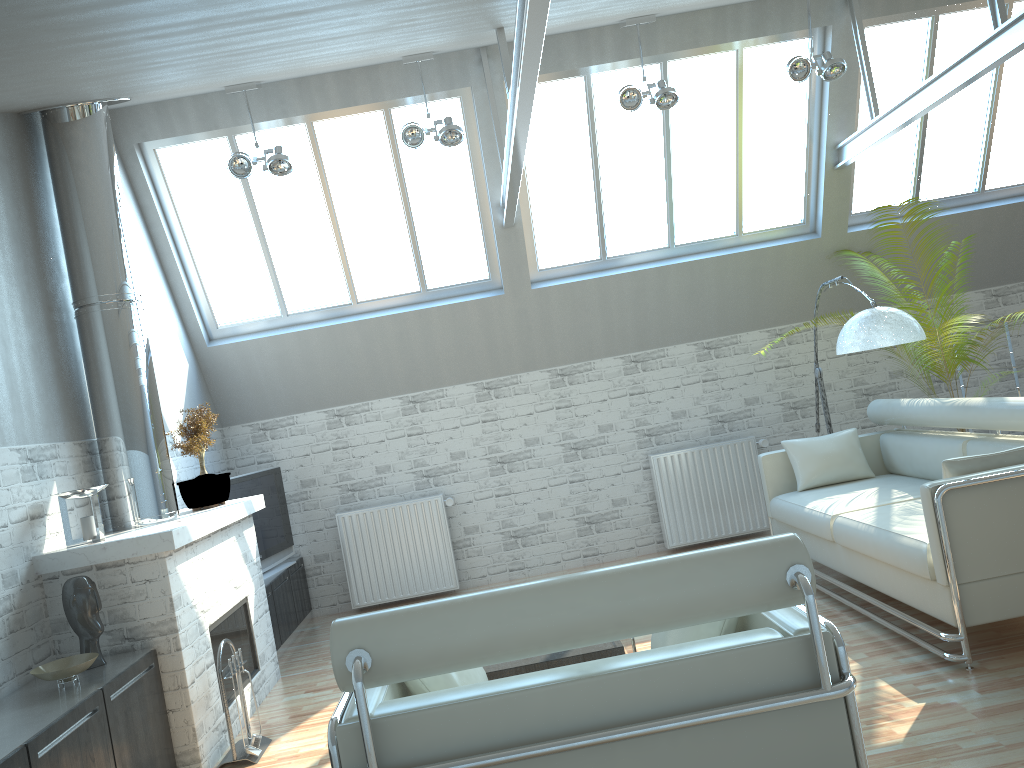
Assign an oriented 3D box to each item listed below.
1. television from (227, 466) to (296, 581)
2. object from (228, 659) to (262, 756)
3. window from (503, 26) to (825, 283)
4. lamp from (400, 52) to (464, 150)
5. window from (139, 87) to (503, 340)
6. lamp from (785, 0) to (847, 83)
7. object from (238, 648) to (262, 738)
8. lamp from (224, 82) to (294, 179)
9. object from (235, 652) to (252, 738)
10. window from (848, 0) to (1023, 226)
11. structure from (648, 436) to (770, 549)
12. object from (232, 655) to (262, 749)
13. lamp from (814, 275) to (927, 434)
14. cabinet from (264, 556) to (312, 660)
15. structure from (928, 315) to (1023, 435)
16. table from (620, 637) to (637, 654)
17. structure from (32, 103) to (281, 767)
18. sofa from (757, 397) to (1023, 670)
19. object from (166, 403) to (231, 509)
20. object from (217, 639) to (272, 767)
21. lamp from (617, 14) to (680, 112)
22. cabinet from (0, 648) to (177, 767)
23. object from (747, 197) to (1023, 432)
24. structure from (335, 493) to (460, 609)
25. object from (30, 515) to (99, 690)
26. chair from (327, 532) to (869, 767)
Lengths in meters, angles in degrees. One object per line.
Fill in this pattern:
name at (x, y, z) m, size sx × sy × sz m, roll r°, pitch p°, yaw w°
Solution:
television at (-3.869, 2.080, 12.867) m, size 0.592 × 1.514 × 2.577 m, roll -11°, pitch -1°, yaw 8°
object at (-2.518, 3.027, 8.332) m, size 0.146 × 0.916 × 0.131 m, roll -10°, pitch -1°, yaw -2°
window at (2.337, -3.400, 13.353) m, size 4.651 × 2.787 × 1.897 m, roll -10°, pitch -1°, yaw -2°
lamp at (-1.106, -3.618, 11.263) m, size 0.808 × 1.172 × 0.619 m, roll -10°, pitch -1°, yaw 2°
window at (-2.657, -2.489, 13.176) m, size 4.651 × 2.787 × 1.897 m, roll -10°, pitch -1°, yaw -2°
lamp at (3.863, -4.525, 11.439) m, size 0.808 × 1.172 × 0.619 m, roll -10°, pitch -1°, yaw 2°
object at (-2.592, 3.025, 8.684) m, size 0.155 × 0.873 × 0.026 m, roll -10°, pitch -1°, yaw -1°
lamp at (-3.280, -3.221, 11.186) m, size 0.808 × 1.172 × 0.619 m, roll -10°, pitch -1°, yaw 2°
object at (-2.590, 3.013, 8.570) m, size 0.025 × 0.855 × 0.025 m, roll -11°, pitch -1°, yaw 20°
window at (7.331, -4.312, 13.530) m, size 4.651 × 2.787 × 1.897 m, roll -10°, pitch -1°, yaw -2°
structure at (3.300, 1.742, 14.444) m, size 1.892 × 1.524 × 0.508 m, roll -10°, pitch -1°, yaw -2°
object at (-2.525, 3.039, 8.475) m, size 0.145 × 0.932 × 0.065 m, roll -10°, pitch -1°, yaw -21°
lamp at (4.724, 0.408, 12.450) m, size 1.015 × 3.709 × 4.621 m, roll -10°, pitch -1°, yaw 4°
cabinet at (-3.701, 3.334, 12.752) m, size 0.908 × 1.016 × 3.234 m, roll -10°, pitch -1°, yaw -2°
structure at (9.920, -0.078, 11.652) m, size 5.366 × 2.781 × 6.483 m, roll -10°, pitch -1°, yaw -2°
table at (0.231, 2.584, 8.115) m, size 1.726 × 0.867 × 1.015 m, roll -10°, pitch -1°, yaw -2°
structure at (-3.998, 0.202, 9.653) m, size 1.309 × 7.180 × 3.302 m, roll -10°, pitch -1°, yaw -2°
sofa at (4.500, 1.280, 9.853) m, size 2.199 × 1.999 × 4.866 m, roll -10°, pitch -1°, yaw -2°
object at (-3.744, 0.849, 10.489) m, size 0.572 × 1.265 × 1.115 m, roll -10°, pitch -1°, yaw 2°
object at (-2.675, 3.012, 8.522) m, size 0.412 × 1.124 × 0.584 m, roll -10°, pitch -1°, yaw -2°
lamp at (1.672, -4.125, 11.361) m, size 0.808 × 1.172 × 0.618 m, roll -10°, pitch -1°, yaw 2°
cabinet at (-3.494, 3.040, 5.741) m, size 0.914 × 1.270 × 4.572 m, roll -10°, pitch -1°, yaw -2°
object at (5.471, -0.076, 11.833) m, size 3.777 × 4.386 × 5.015 m, roll -10°, pitch -1°, yaw -27°
structure at (-1.750, 2.664, 14.265) m, size 1.892 × 1.524 × 0.508 m, roll -10°, pitch -1°, yaw -2°
object at (-1.450, 2.047, 7.760) m, size 4.859 × 2.558 × 1.528 m, roll -10°, pitch -1°, yaw -3°
chair at (0.419, 1.940, 5.114) m, size 2.507 × 2.001 × 2.201 m, roll -10°, pitch -1°, yaw -2°
